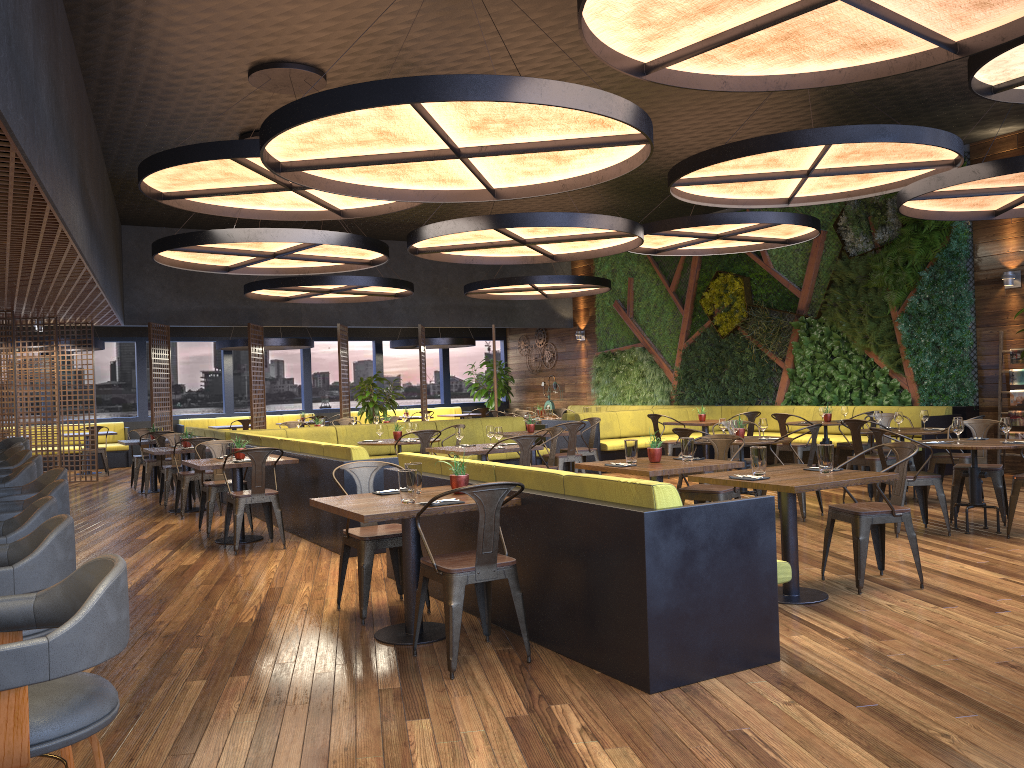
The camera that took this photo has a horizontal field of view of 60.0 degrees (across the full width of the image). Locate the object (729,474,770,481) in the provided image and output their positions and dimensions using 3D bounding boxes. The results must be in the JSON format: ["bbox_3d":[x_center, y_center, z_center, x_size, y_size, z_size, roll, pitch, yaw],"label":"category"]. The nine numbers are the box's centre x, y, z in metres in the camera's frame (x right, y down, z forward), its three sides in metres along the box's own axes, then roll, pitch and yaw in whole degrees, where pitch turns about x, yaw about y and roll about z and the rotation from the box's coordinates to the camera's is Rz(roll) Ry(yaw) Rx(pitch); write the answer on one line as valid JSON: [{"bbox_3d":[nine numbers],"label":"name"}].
[{"bbox_3d":[1.432,0.566,5.413,0.157,0.019,0.255,-2,0,-30],"label":"object"}]

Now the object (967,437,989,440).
[{"bbox_3d":[4.145,0.486,7.896,0.157,0.019,0.255,-2,0,37],"label":"object"}]

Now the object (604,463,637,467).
[{"bbox_3d":[0.786,0.591,6.532,0.157,0.019,0.255,-2,0,-30],"label":"object"}]

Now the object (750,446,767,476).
[{"bbox_3d":[1.541,0.483,5.537,0.102,0.178,0.102,-2,0,36],"label":"object"}]

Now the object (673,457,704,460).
[{"bbox_3d":[1.378,0.572,6.836,0.157,0.019,0.255,-2,0,-30],"label":"object"}]

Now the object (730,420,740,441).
[{"bbox_3d":[2.211,0.460,8.800,0.097,0.206,0.097,-2,0,32],"label":"object"}]

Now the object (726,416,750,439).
[{"bbox_3d":[2.293,0.422,8.986,0.260,0.271,0.238,-2,0,9],"label":"object"}]

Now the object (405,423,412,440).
[{"bbox_3d":[-1.280,0.584,11.026,0.097,0.206,0.097,-2,0,9],"label":"object"}]

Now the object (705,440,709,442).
[{"bbox_3d":[2.048,0.559,8.852,0.255,0.019,0.157,-2,0,-32],"label":"object"}]

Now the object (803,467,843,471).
[{"bbox_3d":[2.023,0.547,5.717,0.157,0.019,0.255,-2,0,-30],"label":"object"}]

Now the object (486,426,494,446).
[{"bbox_3d":[-0.227,0.543,9.330,0.097,0.206,0.097,-2,0,-30],"label":"object"}]

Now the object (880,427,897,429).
[{"bbox_3d":[4.218,0.490,9.928,0.157,0.019,0.255,-2,0,13],"label":"object"}]

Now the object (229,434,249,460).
[{"bbox_3d":[-2.606,0.585,8.455,0.238,0.271,0.260,-2,0,-8],"label":"object"}]

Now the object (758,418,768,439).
[{"bbox_3d":[2.537,0.449,8.955,0.097,0.206,0.097,-2,0,12],"label":"object"}]

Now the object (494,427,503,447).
[{"bbox_3d":[-0.135,0.539,9.001,0.097,0.206,0.097,-2,0,-38],"label":"object"}]

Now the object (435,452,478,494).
[{"bbox_3d":[-0.302,0.497,5.132,0.238,0.271,0.260,-2,0,-25],"label":"object"}]

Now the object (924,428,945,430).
[{"bbox_3d":[4.467,0.480,9.410,0.255,0.019,0.157,-2,0,38],"label":"object"}]

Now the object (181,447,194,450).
[{"bbox_3d":[-3.829,0.759,10.502,0.255,0.019,0.157,-2,0,-30],"label":"object"}]

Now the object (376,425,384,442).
[{"bbox_3d":[-1.590,0.594,10.670,0.097,0.206,0.097,-2,0,12],"label":"object"}]

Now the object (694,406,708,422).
[{"bbox_3d":[2.800,0.419,13.113,0.260,0.271,0.238,-2,0,9],"label":"object"}]

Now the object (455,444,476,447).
[{"bbox_3d":[-0.479,0.646,9.322,0.157,0.019,0.255,-2,0,-30],"label":"object"}]

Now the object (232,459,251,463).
[{"bbox_3d":[-2.481,0.706,8.163,0.255,0.019,0.157,-2,0,-30],"label":"object"}]

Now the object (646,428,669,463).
[{"bbox_3d":[1.067,0.456,6.693,0.238,0.271,0.260,-2,0,9],"label":"object"}]

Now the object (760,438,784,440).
[{"bbox_3d":[2.548,0.542,8.781,0.255,0.019,0.157,-2,0,38],"label":"object"}]

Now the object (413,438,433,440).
[{"bbox_3d":[-1.114,0.673,10.962,0.255,0.019,0.157,-2,0,-27],"label":"object"}]

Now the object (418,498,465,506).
[{"bbox_3d":[-0.390,0.625,4.696,0.255,0.019,0.157,-2,0,-30],"label":"object"}]

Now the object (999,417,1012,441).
[{"bbox_3d":[4.191,0.389,7.532,0.097,0.206,0.097,-2,0,-43],"label":"object"}]

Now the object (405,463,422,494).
[{"bbox_3d":[-0.573,0.553,5.176,0.102,0.178,0.102,-2,0,-44],"label":"object"}]

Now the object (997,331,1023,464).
[{"bbox_3d":[6.598,0.236,11.619,0.210,1.896,0.441,-2,0,-30],"label":"object"}]

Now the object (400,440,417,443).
[{"bbox_3d":[-1.236,0.675,10.502,0.157,0.019,0.255,-2,0,-23],"label":"object"}]

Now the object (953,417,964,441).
[{"bbox_3d":[3.968,0.398,7.884,0.097,0.206,0.097,-2,0,28],"label":"object"}]

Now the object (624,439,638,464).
[{"bbox_3d":[0.895,0.508,6.656,0.102,0.178,0.102,-2,0,26],"label":"object"}]

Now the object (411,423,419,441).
[{"bbox_3d":[-1.163,0.579,10.660,0.097,0.206,0.097,-2,0,-5],"label":"object"}]

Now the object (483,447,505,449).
[{"bbox_3d":[-0.190,0.635,8.836,0.157,0.019,0.255,-2,0,-30],"label":"object"}]

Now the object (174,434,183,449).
[{"bbox_3d":[-3.979,0.685,10.584,0.102,0.178,0.102,-2,0,-44],"label":"object"}]

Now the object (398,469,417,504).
[{"bbox_3d":[-0.558,0.551,4.752,0.102,0.178,0.102,-2,0,6],"label":"object"}]

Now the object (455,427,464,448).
[{"bbox_3d":[-0.540,0.553,9.158,0.097,0.206,0.097,-2,0,-38],"label":"object"}]

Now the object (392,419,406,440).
[{"bbox_3d":[-1.406,0.553,10.835,0.238,0.271,0.260,-2,0,-8],"label":"object"}]

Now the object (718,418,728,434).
[{"bbox_3d":[2.200,0.462,9.239,0.097,0.206,0.097,-2,0,-23],"label":"object"}]

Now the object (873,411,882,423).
[{"bbox_3d":[4.061,0.401,9.845,0.097,0.206,0.097,-2,0,-14],"label":"object"}]

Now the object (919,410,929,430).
[{"bbox_3d":[4.456,0.387,9.585,0.097,0.206,0.097,-2,0,12],"label":"object"}]

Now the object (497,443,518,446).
[{"bbox_3d":[-0.060,0.632,9.272,0.255,0.019,0.157,-2,0,-30],"label":"object"}]

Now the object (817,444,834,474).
[{"bbox_3d":[1.964,0.468,5.552,0.102,0.178,0.102,-2,0,36],"label":"object"}]

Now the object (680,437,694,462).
[{"bbox_3d":[1.319,0.494,6.671,0.102,0.178,0.102,-2,0,-24],"label":"object"}]

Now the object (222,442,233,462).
[{"bbox_3d":[-2.640,0.632,8.234,0.102,0.178,0.102,-2,0,6],"label":"object"}]

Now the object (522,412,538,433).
[{"bbox_3d":[0.253,0.499,11.630,0.260,0.271,0.238,-2,0,5],"label":"object"}]

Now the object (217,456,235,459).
[{"bbox_3d":[-2.771,0.718,8.732,0.255,0.019,0.157,-2,0,-30],"label":"object"}]

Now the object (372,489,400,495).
[{"bbox_3d":[-0.694,0.637,5.287,0.255,0.019,0.157,-2,0,-30],"label":"object"}]

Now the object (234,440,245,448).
[{"bbox_3d":[-2.650,0.634,8.621,0.102,0.178,0.102,-2,0,-44],"label":"object"}]

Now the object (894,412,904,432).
[{"bbox_3d":[4.096,0.398,9.392,0.097,0.206,0.097,-2,0,-40],"label":"object"}]

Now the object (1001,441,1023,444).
[{"bbox_3d":[4.177,0.483,7.358,0.157,0.019,0.255,-2,0,-43],"label":"object"}]

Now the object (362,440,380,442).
[{"bbox_3d":[-1.695,0.692,10.806,0.255,0.019,0.157,-2,0,2],"label":"object"}]
